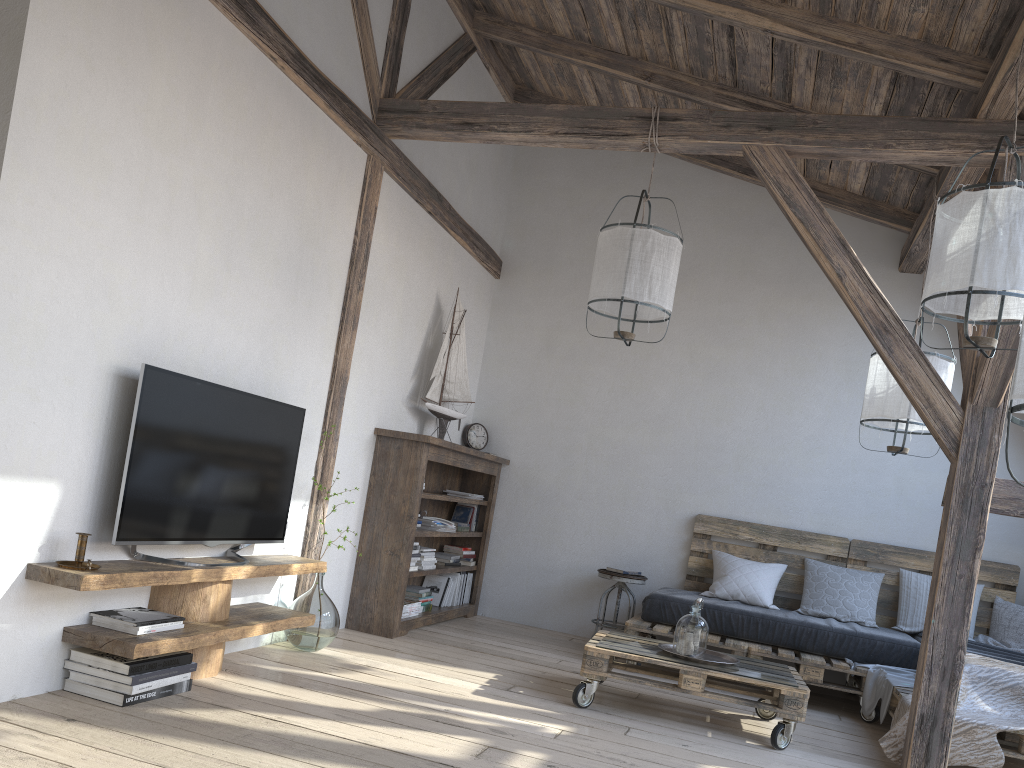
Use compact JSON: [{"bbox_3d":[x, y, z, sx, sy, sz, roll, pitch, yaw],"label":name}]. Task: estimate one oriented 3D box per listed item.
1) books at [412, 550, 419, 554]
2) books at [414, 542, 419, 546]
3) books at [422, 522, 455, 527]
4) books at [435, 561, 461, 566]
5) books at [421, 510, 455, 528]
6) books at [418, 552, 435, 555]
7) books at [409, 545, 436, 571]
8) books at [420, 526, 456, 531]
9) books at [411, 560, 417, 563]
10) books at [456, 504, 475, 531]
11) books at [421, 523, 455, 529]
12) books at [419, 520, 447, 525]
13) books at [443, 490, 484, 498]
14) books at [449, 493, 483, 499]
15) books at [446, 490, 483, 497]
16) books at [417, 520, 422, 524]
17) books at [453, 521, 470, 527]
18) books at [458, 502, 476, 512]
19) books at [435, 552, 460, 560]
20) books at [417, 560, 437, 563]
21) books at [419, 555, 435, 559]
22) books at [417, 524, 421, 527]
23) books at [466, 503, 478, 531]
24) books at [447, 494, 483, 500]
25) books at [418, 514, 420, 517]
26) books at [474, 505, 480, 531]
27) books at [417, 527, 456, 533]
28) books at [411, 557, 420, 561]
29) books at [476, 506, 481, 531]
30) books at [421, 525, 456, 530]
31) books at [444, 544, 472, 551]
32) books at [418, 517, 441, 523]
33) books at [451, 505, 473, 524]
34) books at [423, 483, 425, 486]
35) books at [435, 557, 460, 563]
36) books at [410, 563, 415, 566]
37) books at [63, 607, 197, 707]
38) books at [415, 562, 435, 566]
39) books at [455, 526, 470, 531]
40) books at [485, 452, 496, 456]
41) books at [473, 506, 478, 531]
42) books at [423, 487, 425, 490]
[{"bbox_3d":[-0.665,0.993,5.266,0.157,0.021,0.221,8,-7,12],"label":"books"},{"bbox_3d":[-0.655,0.946,5.258,0.139,0.018,0.187,7,-7,17],"label":"books"},{"bbox_3d":[-0.512,0.900,5.682,0.203,0.009,0.261,6,-8,23],"label":"books"},{"bbox_3d":[-0.471,1.234,6.080,0.151,0.024,0.231,6,-8,25],"label":"books"},{"bbox_3d":[-0.483,0.881,5.720,0.221,0.088,0.262,10,-6,-3],"label":"books"},{"bbox_3d":[-0.607,1.065,5.586,0.156,0.017,0.222,7,-8,22],"label":"books"},{"bbox_3d":[-0.646,1.055,5.426,0.205,0.151,0.555,8,-7,17],"label":"books"},{"bbox_3d":[-0.509,0.927,5.687,0.203,0.009,0.261,7,-8,21],"label":"books"},{"bbox_3d":[-0.683,1.050,5.269,0.156,0.017,0.222,7,-7,17],"label":"books"},{"bbox_3d":[-0.351,0.962,6.342,0.139,0.175,0.059,9,-1,15],"label":"books"},{"bbox_3d":[-0.522,0.906,5.672,0.203,0.009,0.262,5,-9,33],"label":"books"},{"bbox_3d":[-0.525,0.888,5.677,0.203,0.009,0.261,6,-8,23],"label":"books"},{"bbox_3d":[-0.343,0.785,6.261,0.203,0.009,0.261,6,-8,23],"label":"books"},{"bbox_3d":[-0.327,0.800,6.292,0.204,0.009,0.261,8,-7,8],"label":"books"},{"bbox_3d":[-0.334,0.779,6.271,0.204,0.009,0.261,8,-7,13],"label":"books"},{"bbox_3d":[-0.661,0.815,5.281,0.145,0.020,0.211,5,-8,32],"label":"books"},{"bbox_3d":[-0.405,0.977,6.159,0.149,0.021,0.207,7,-8,21],"label":"books"},{"bbox_3d":[-0.347,0.958,6.368,0.138,0.190,0.051,9,-1,16],"label":"books"},{"bbox_3d":[-0.462,1.191,6.089,0.151,0.024,0.230,8,-7,13],"label":"books"},{"bbox_3d":[-0.592,1.113,5.578,0.156,0.017,0.222,7,-8,22],"label":"books"},{"bbox_3d":[-0.585,1.083,5.570,0.139,0.018,0.187,7,-7,17],"label":"books"},{"bbox_3d":[-0.662,0.836,5.288,0.156,0.017,0.222,7,-7,17],"label":"books"},{"bbox_3d":[-0.329,0.963,6.419,0.134,0.201,0.021,9,0,16],"label":"books"},{"bbox_3d":[-0.332,0.806,6.278,0.204,0.009,0.261,8,-7,11],"label":"books"},{"bbox_3d":[-0.651,0.779,5.293,0.139,0.018,0.187,7,-7,17],"label":"books"},{"bbox_3d":[-0.311,0.971,6.455,0.135,0.200,0.021,9,0,16],"label":"books"},{"bbox_3d":[-0.512,0.934,5.678,0.203,0.009,0.261,6,-8,25],"label":"books"},{"bbox_3d":[-0.669,1.033,5.255,0.156,0.017,0.222,7,-8,22],"label":"books"},{"bbox_3d":[-0.313,0.982,6.485,0.139,0.184,0.020,9,0,16],"label":"books"},{"bbox_3d":[-0.502,0.921,5.700,0.203,0.009,0.261,7,-8,18],"label":"books"},{"bbox_3d":[-0.391,1.181,6.351,0.142,0.019,0.204,7,-7,17],"label":"books"},{"bbox_3d":[-0.530,0.878,5.674,0.203,0.009,0.262,6,-8,28],"label":"books"},{"bbox_3d":[-0.364,0.958,6.311,0.131,0.172,0.082,9,-2,17],"label":"books"},{"bbox_3d":[-0.633,0.584,5.259,0.156,0.021,0.221,7,-7,17],"label":"books"},{"bbox_3d":[-0.467,1.212,6.087,0.159,0.023,0.214,7,-7,17],"label":"books"},{"bbox_3d":[-0.692,1.068,5.265,0.157,0.021,0.221,7,-7,17],"label":"books"},{"bbox_3d":[-1.348,0.966,3.146,0.289,0.263,0.364,8,-5,17],"label":"books"},{"bbox_3d":[-0.601,1.127,5.561,0.156,0.017,0.222,7,-7,17],"label":"books"},{"bbox_3d":[-0.412,1.003,6.168,0.161,0.030,0.221,7,-7,20],"label":"books"},{"bbox_3d":[-0.250,0.511,6.488,0.235,0.025,0.180,7,-7,16],"label":"books"},{"bbox_3d":[-0.326,0.973,6.438,0.139,0.184,0.020,9,0,16],"label":"books"},{"bbox_3d":[-0.618,0.607,5.256,0.139,0.018,0.187,7,-7,17],"label":"books"}]
